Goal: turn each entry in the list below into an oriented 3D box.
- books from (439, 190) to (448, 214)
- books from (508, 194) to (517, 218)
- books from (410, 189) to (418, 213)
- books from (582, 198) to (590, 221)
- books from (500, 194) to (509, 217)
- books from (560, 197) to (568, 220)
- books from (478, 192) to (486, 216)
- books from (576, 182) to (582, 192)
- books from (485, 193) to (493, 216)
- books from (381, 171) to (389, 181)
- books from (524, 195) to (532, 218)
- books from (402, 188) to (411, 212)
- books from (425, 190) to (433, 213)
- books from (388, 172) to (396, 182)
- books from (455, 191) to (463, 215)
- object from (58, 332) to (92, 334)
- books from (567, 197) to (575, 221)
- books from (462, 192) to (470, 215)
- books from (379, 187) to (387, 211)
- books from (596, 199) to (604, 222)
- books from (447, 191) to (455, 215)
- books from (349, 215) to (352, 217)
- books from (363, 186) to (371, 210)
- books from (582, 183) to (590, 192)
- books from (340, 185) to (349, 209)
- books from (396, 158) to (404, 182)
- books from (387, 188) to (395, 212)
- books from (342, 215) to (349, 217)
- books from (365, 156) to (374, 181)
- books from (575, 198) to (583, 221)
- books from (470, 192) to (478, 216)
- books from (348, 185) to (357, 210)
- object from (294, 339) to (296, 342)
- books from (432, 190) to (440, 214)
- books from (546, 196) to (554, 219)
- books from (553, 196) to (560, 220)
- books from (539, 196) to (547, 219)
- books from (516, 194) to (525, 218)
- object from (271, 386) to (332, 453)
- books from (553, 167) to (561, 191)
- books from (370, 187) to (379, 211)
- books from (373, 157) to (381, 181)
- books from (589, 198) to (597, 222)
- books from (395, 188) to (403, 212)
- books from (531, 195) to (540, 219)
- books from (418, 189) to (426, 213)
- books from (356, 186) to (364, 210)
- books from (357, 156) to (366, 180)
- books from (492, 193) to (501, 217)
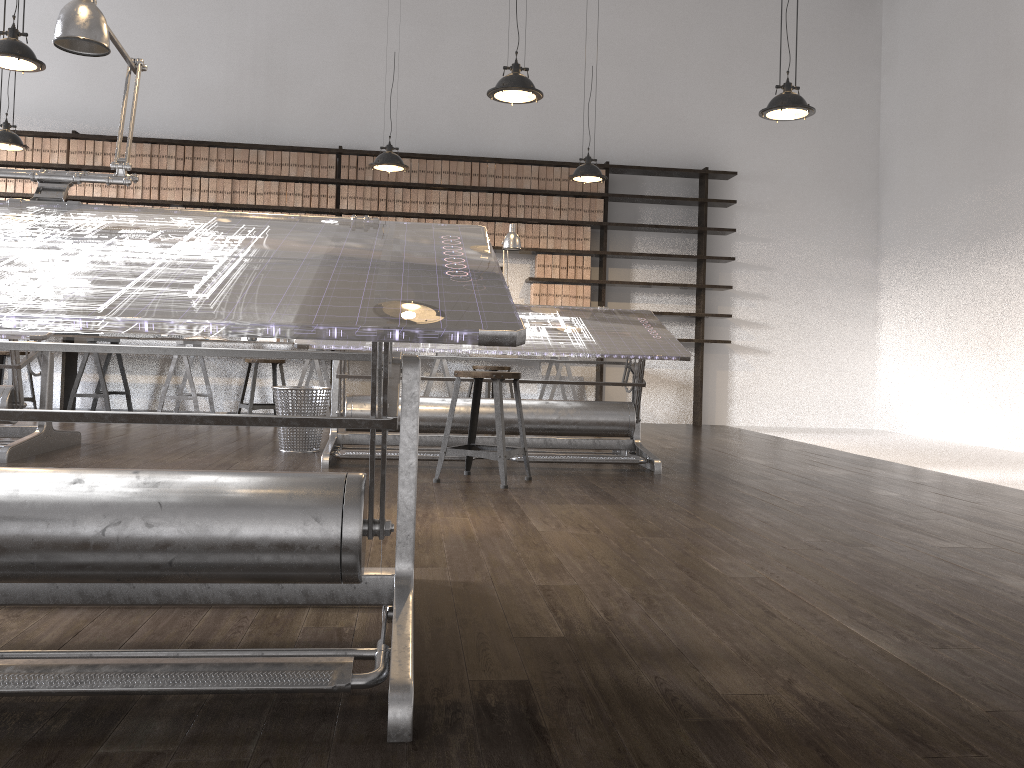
[{"bbox_3d":[-0.638,-1.670,8.229,0.067,0.226,0.174,2,0,-7],"label":"books"},{"bbox_3d":[0.000,-1.652,8.308,0.066,0.226,0.174,2,0,-7],"label":"books"},{"bbox_3d":[-0.906,-1.678,8.203,0.066,0.226,0.174,2,0,-7],"label":"books"},{"bbox_3d":[0.688,-1.633,8.381,0.067,0.226,0.174,2,0,-7],"label":"books"},{"bbox_3d":[-0.074,-1.654,8.294,0.067,0.226,0.174,2,0,-7],"label":"books"},{"bbox_3d":[0.479,-1.639,8.358,0.067,0.226,0.174,2,0,-7],"label":"books"},{"bbox_3d":[-0.286,-1.660,8.268,0.067,0.226,0.174,2,0,-7],"label":"books"},{"bbox_3d":[0.619,-1.912,8.383,0.066,0.226,0.174,2,0,-7],"label":"books"},{"bbox_3d":[-0.223,-1.659,8.280,0.066,0.226,0.174,2,0,-7],"label":"books"},{"bbox_3d":[-1.170,-1.963,8.178,0.066,0.226,0.174,2,0,-7],"label":"books"},{"bbox_3d":[0.141,-1.648,8.324,0.066,0.226,0.174,2,0,-7],"label":"books"},{"bbox_3d":[-0.976,-1.680,8.195,0.066,0.226,0.174,2,0,-7],"label":"books"},{"bbox_3d":[-0.773,-1.674,8.217,0.066,0.226,0.174,2,0,-7],"label":"books"},{"bbox_3d":[-1.103,-1.961,8.180,0.067,0.226,0.174,2,0,-7],"label":"books"},{"bbox_3d":[-0.499,-1.666,8.251,0.066,0.226,0.174,2,0,-7],"label":"books"},{"bbox_3d":[-3.708,-0.421,7.351,0.445,0.033,0.312,2,2,-7],"label":"object"},{"bbox_3d":[0.549,-1.637,8.370,0.066,0.226,0.174,2,0,-7],"label":"books"},{"bbox_3d":[-0.430,-1.664,8.255,0.066,0.226,0.174,2,0,-7],"label":"books"},{"bbox_3d":[-1.191,-1.686,8.165,0.067,0.226,0.174,2,0,-7],"label":"books"},{"bbox_3d":[0.816,-1.629,8.399,0.066,0.226,0.174,2,0,-7],"label":"books"},{"bbox_3d":[-0.568,-1.668,8.241,0.066,0.226,0.174,2,0,-7],"label":"books"},{"bbox_3d":[-1.460,-1.424,8.127,0.067,0.226,0.174,2,0,-7],"label":"books"},{"bbox_3d":[-1.330,-1.690,8.152,0.066,0.226,0.174,2,0,-7],"label":"books"},{"bbox_3d":[0.694,-1.910,8.392,0.066,0.226,0.174,2,0,-7],"label":"books"},{"bbox_3d":[-1.537,-1.696,8.127,0.066,0.226,0.174,2,0,-7],"label":"books"},{"bbox_3d":[-1.037,-1.959,8.192,0.066,0.226,0.174,2,0,-7],"label":"books"},{"bbox_3d":[-1.117,-1.684,8.179,0.066,0.226,0.174,2,0,-7],"label":"books"},{"bbox_3d":[-1.523,-1.426,8.124,0.066,0.226,0.174,2,0,-7],"label":"books"},{"bbox_3d":[-1.310,-1.967,8.158,0.066,0.226,0.174,2,0,-7],"label":"books"},{"bbox_3d":[0.618,-1.635,8.380,0.066,0.226,0.174,2,0,-7],"label":"books"},{"bbox_3d":[-0.357,-1.662,8.260,0.066,0.226,0.174,2,0,-7],"label":"books"},{"bbox_3d":[-1.464,-1.694,8.132,0.066,0.226,0.174,2,0,-7],"label":"books"},{"bbox_3d":[-1.894,-0.411,7.814,0.062,0.094,0.062,1,-1,43],"label":"object"},{"bbox_3d":[-0.710,-1.672,8.223,0.066,0.226,0.174,2,0,-7],"label":"books"},{"bbox_3d":[0.345,-1.643,8.346,0.066,0.226,0.174,2,0,-7],"label":"books"},{"bbox_3d":[0.407,-1.641,8.351,0.066,0.226,0.174,2,0,-7],"label":"books"},{"bbox_3d":[0.279,-1.644,8.334,0.067,0.226,0.174,2,0,-7],"label":"books"},{"bbox_3d":[0.071,-1.650,8.311,0.066,0.226,0.174,2,0,-7],"label":"books"},{"bbox_3d":[-1.249,0.207,5.236,0.353,0.378,0.353,2,0,15],"label":"object"},{"bbox_3d":[0.413,-1.918,8.358,0.066,0.226,0.174,2,0,-7],"label":"books"},{"bbox_3d":[-1.265,-1.688,8.162,0.066,0.226,0.174,2,0,-7],"label":"books"},{"bbox_3d":[-1.241,-1.965,8.170,0.066,0.226,0.174,2,0,-7],"label":"books"},{"bbox_3d":[0.754,-1.631,8.393,0.066,0.226,0.174,2,0,-7],"label":"books"},{"bbox_3d":[-1.046,-1.682,8.182,0.066,0.226,0.174,2,0,-7],"label":"books"},{"bbox_3d":[0.211,-1.646,8.332,0.066,0.226,0.174,2,0,-7],"label":"books"},{"bbox_3d":[-0.838,-1.676,8.205,0.067,0.226,0.174,2,0,-7],"label":"books"},{"bbox_3d":[-1.392,-1.691,8.140,0.067,0.226,0.174,2,0,-7],"label":"books"},{"bbox_3d":[-1.382,-1.969,8.154,0.066,0.226,0.174,2,0,-7],"label":"books"},{"bbox_3d":[-0.148,-1.656,8.291,0.066,0.226,0.174,2,0,-7],"label":"books"}]
